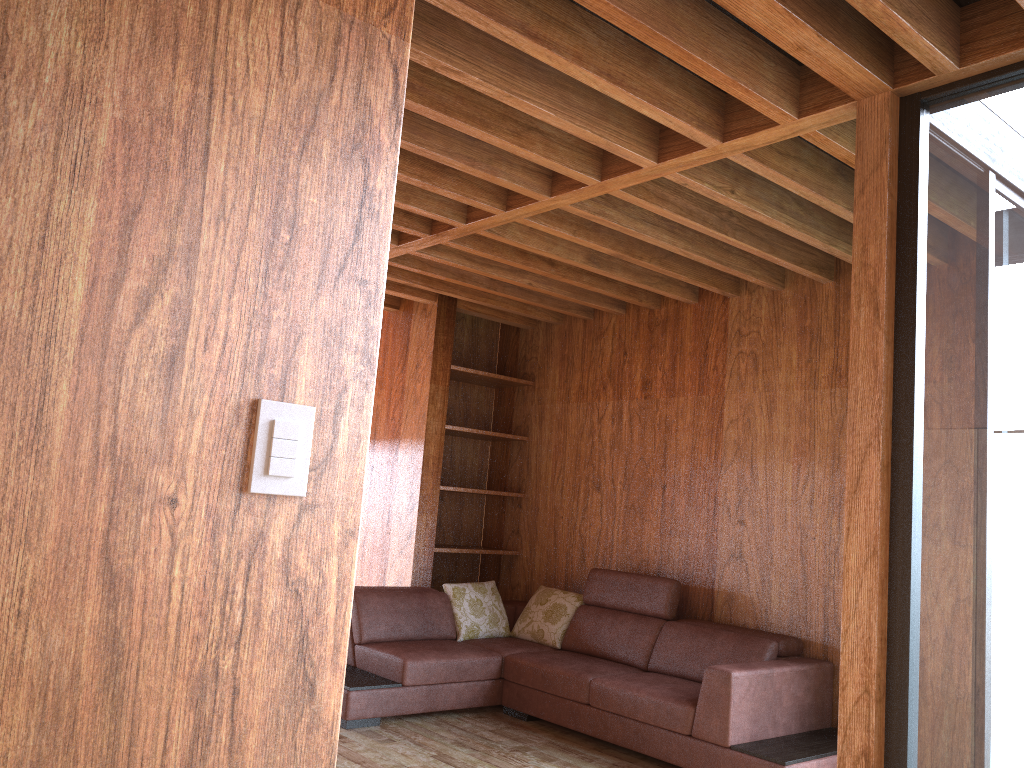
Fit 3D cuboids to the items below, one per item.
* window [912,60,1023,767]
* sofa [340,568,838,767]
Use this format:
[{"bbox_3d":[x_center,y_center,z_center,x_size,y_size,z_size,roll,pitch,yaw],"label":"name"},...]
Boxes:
[{"bbox_3d":[1.156,-0.771,1.811,4.139,5.129,13.856,11,-10,-40],"label":"window"},{"bbox_3d":[0.204,1.302,4.282,1.714,0.759,2.485,11,-10,-40],"label":"sofa"}]
